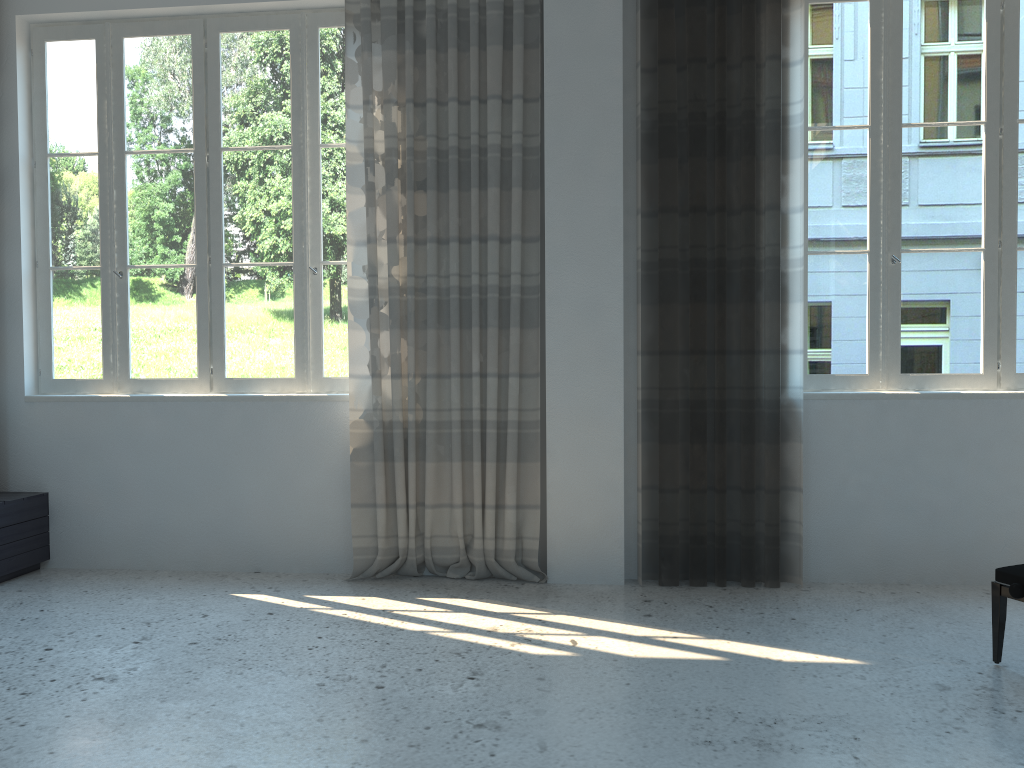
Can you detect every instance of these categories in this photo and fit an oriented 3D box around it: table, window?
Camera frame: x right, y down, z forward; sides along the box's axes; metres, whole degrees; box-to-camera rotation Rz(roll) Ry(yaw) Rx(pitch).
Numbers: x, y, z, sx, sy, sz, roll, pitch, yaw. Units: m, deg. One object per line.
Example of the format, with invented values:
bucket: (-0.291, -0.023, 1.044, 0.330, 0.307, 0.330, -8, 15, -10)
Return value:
table: (-2.944, 0.784, 4.535, 0.926, 0.415, 0.523, 0, 1, 6)
window: (2.342, -0.955, 4.238, 1.983, 2.010, 0.073, 0, 2, 6)
window: (9.350, -8.636, 19.053, 18.530, 18.547, 32.792, 0, 1, 10)

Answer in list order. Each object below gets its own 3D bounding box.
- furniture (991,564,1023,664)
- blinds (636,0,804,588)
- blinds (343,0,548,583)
furniture: (1.906, 0.800, 3.059, 0.467, 0.353, 0.240, -1, 2, -19)
blinds: (0.984, -0.651, 4.225, 0.776, 3.232, 0.140, 0, 2, 6)
blinds: (-0.341, -0.663, 4.364, 1.026, 3.262, 0.183, 0, 2, 5)
